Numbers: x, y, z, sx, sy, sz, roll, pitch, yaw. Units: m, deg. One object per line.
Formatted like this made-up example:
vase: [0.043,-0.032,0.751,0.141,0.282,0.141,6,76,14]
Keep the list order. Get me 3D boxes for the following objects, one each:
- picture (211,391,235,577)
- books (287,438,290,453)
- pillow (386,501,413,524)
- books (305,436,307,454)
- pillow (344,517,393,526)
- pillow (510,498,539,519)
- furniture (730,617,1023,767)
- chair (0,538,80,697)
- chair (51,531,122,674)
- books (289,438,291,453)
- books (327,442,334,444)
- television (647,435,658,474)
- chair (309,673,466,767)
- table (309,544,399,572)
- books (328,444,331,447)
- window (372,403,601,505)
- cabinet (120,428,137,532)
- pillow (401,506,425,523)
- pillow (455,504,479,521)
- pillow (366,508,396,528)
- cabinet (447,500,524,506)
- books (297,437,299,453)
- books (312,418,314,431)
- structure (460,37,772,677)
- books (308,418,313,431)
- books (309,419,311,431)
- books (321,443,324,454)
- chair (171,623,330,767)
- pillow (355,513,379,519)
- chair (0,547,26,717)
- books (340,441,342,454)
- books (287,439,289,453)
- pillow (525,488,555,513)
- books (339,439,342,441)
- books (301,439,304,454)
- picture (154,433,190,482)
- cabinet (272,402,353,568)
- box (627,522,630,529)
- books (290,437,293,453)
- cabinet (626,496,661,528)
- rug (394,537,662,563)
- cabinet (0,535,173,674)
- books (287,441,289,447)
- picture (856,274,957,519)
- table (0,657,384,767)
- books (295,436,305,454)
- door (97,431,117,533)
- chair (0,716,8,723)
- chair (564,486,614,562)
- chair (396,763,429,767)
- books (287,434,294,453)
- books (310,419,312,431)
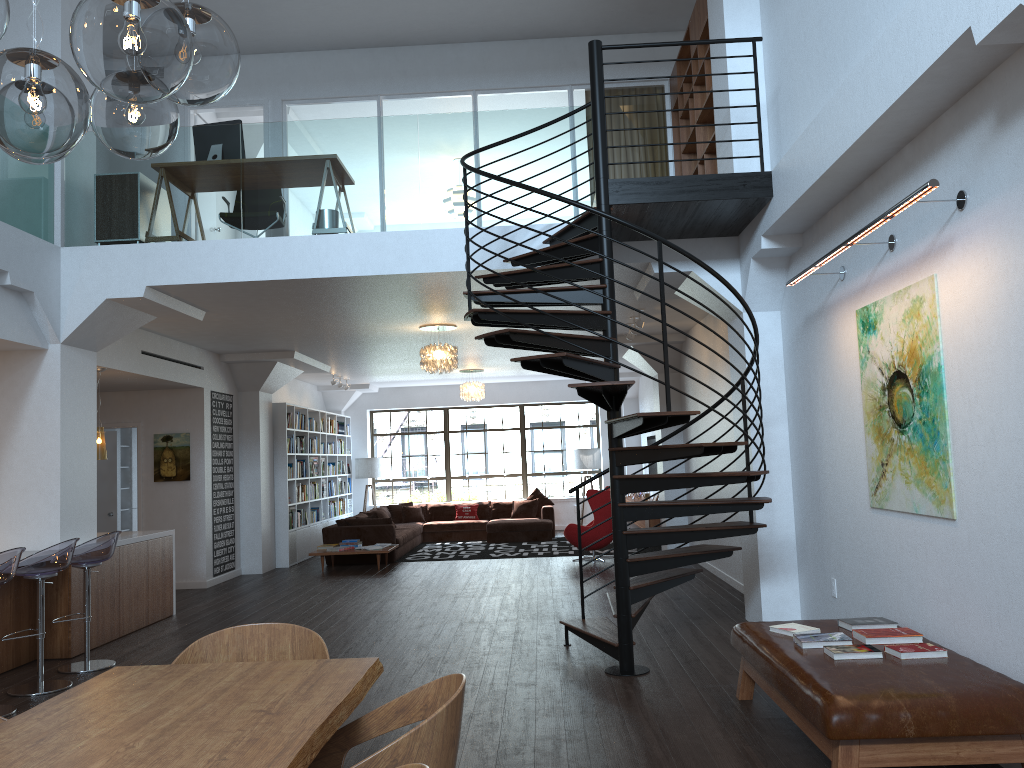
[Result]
picture: [-3.822,1.302,11.759,0.021,2.380,0.800,-3,-5,2]
books: [-3.419,0.928,13.295,0.152,0.232,0.104,-3,-5,2]
pillow: [-2.050,2.426,16.628,0.580,0.418,0.334,0,-5,-25]
books: [-3.400,0.981,14.276,0.176,0.291,0.053,-3,-5,2]
pillow: [-2.130,2.185,13.325,0.750,0.364,0.289,-2,-5,1]
pillow: [0.228,2.319,16.490,0.542,0.362,0.248,-4,-5,22]
furniture: [1.712,1.512,4.324,0.907,0.453,1.819,-3,-5,2]
chair: [-3.260,1.587,6.130,0.481,1.014,0.530,-2,-5,0]
chair: [-3.240,1.640,6.758,0.481,1.014,0.530,-3,-5,4]
books: [-3.415,0.929,13.327,0.172,0.235,0.112,-3,-5,2]
books: [-3.335,1.175,16.239,0.140,0.231,0.042,-3,-5,2]
television: [2.397,1.288,15.057,0.013,0.816,1.324,-2,-5,1]
chair: [-0.401,1.246,2.422,0.617,0.830,0.629,-3,-5,2]
table: [-2.212,2.462,12.516,1.100,0.271,0.853,-3,-5,2]
books: [-3.341,1.184,16.029,0.128,0.178,0.022,-3,-5,2]
window: [-0.543,1.426,18.154,4.648,1.905,0.114,-3,-5,2]
cabinet: [-5.955,1.263,12.663,0.527,2.991,2.630,-3,-5,2]
pillow: [-1.861,2.428,16.525,0.489,0.337,0.238,0,-6,-29]
pillow: [-0.847,2.411,16.636,0.465,0.308,0.220,-2,-5,-2]
pillow: [-2.222,2.312,15.018,0.325,0.391,0.625,-4,-5,18]
cabinet: [-0.506,2.638,17.505,1.520,0.625,0.350,-3,-5,2]
books: [-3.422,0.961,13.845,0.180,0.259,0.042,-3,-5,2]
books: [-3.400,0.686,14.818,0.158,0.226,0.052,-3,-5,2]
structure: [0.678,-0.252,6.101,1.998,4.352,1.998,1,-6,-37]
books: [-3.396,0.679,14.769,0.140,0.231,0.042,-3,-5,2]
books: [-3.393,0.680,14.601,0.146,0.202,0.027,-3,-5,2]
books: [-3.353,1.129,15.449,0.139,0.191,0.036,-3,-5,2]
chair: [-0.957,1.336,3.193,0.629,0.833,0.618,-2,-5,-3]
pillow: [-2.161,2.167,13.594,0.269,0.411,0.559,2,-7,-42]
chair: [-3.296,1.535,5.496,0.481,1.014,0.530,-2,-5,0]
books: [-3.308,1.210,16.795,0.183,0.253,0.034,-2,-5,1]
books: [-3.424,0.933,13.265,0.161,0.218,0.101,-3,-5,2]
pillow: [0.436,2.242,16.655,0.651,0.587,0.335,-1,-5,-19]
books: [-3.317,1.195,16.832,0.176,0.290,0.036,-2,-5,1]
books: [-3.402,0.992,14.108,0.174,0.240,0.054,-3,-5,2]
picture: [-4.277,0.923,11.152,0.450,0.600,0.030,-3,-5,2]
cabinet: [-3.457,1.671,15.275,0.461,2.414,4.500,-3,-5,2]
box: [2.183,2.749,17.400,0.228,0.165,0.368,-3,-5,2]
books: [-3.417,0.932,13.410,0.174,0.242,0.105,-3,-5,2]
cabinet: [2.277,2.175,15.052,0.459,0.350,4.501,-3,-5,2]
rug: [0.356,2.653,14.454,4.200,0.007,3.100,-3,-5,3]
cabinet: [-3.974,1.778,6.817,0.898,0.796,4.493,-3,-5,2]
books: [-3.420,0.944,13.185,0.161,0.182,0.170,-3,-5,2]
picture: [2.125,0.099,4.858,0.010,1.200,1.095,-3,-5,2]
table: [-1.014,1.217,1.271,1.012,0.750,3.803,-3,-5,2]
books: [-3.418,0.980,14.225,0.198,0.284,0.049,-3,-5,2]
door: [-5.730,1.666,11.968,0.826,2.032,0.174,-3,-5,2]
chair: [-1.583,1.300,2.462,0.618,0.833,0.629,-2,-5,0]
chair: [1.128,1.951,12.459,0.801,1.006,0.798,-5,-5,27]
chair: [-0.431,1.184,1.657,0.618,0.833,0.629,-3,-5,3]
books: [-3.407,0.915,13.489,0.176,0.290,0.053,-3,-5,2]
books: [-3.394,0.687,14.683,0.146,0.202,0.027,-3,-5,2]
